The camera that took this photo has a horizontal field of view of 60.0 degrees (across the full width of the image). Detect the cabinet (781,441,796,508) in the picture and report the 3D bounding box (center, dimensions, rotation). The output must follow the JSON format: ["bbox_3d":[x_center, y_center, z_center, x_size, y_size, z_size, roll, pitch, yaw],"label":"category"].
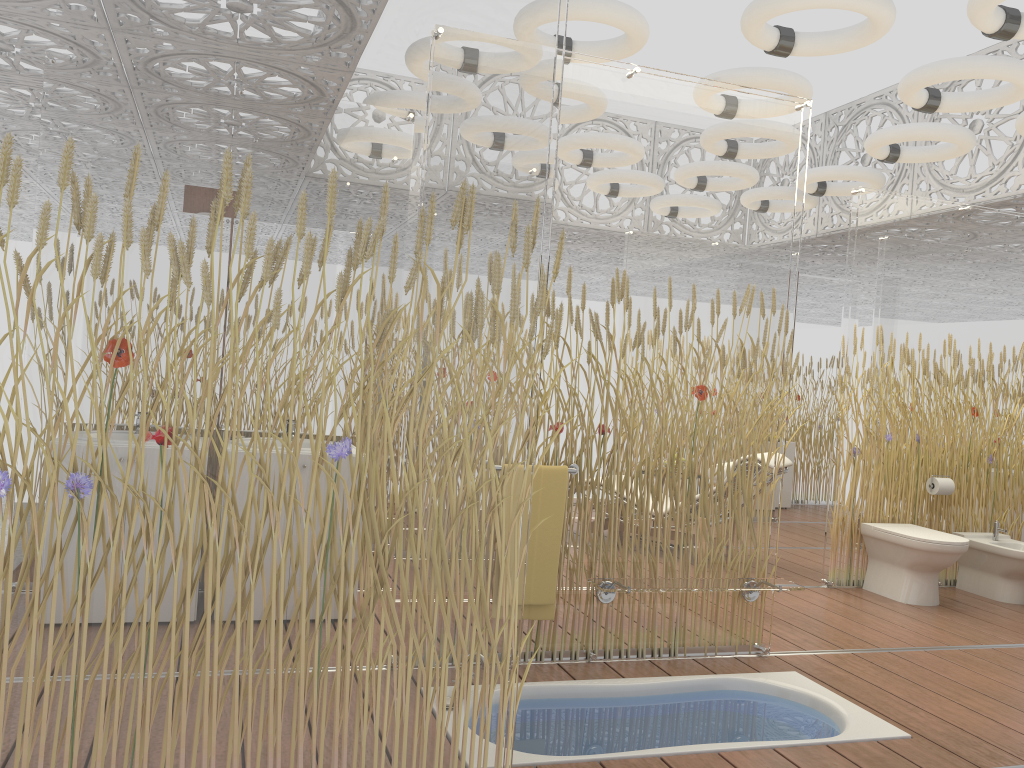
[{"bbox_3d":[2.717,0.963,9.701,0.595,0.712,0.358,4,1,-18],"label":"cabinet"}]

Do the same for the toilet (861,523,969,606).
[{"bbox_3d":[2.552,1.149,5.574,0.401,0.437,0.611,4,1,-18],"label":"toilet"}]

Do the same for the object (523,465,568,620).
[{"bbox_3d":[0.075,0.660,3.686,0.283,0.656,0.042,4,1,-18],"label":"object"}]

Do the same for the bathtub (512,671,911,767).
[{"bbox_3d":[0.555,1.345,3.342,1.700,0.582,0.700,4,1,-18],"label":"bathtub"}]

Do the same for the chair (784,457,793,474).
[{"bbox_3d":[1.115,0.841,6.642,1.787,0.811,0.635,5,1,32],"label":"chair"}]

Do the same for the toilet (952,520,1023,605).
[{"bbox_3d":[3.270,1.171,5.812,0.401,0.506,0.611,4,1,-18],"label":"toilet"}]

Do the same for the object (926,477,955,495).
[{"bbox_3d":[2.857,0.682,5.916,0.131,0.115,0.115,4,1,-18],"label":"object"}]

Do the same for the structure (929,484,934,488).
[{"bbox_3d":[2.867,0.684,5.948,0.215,0.047,0.080,4,1,-18],"label":"structure"}]

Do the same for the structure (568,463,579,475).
[{"bbox_3d":[0.087,0.352,3.707,0.442,0.047,0.078,4,1,-18],"label":"structure"}]

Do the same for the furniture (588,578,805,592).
[{"bbox_3d":[0.808,0.868,3.839,0.977,0.014,0.178,4,1,-18],"label":"furniture"}]
